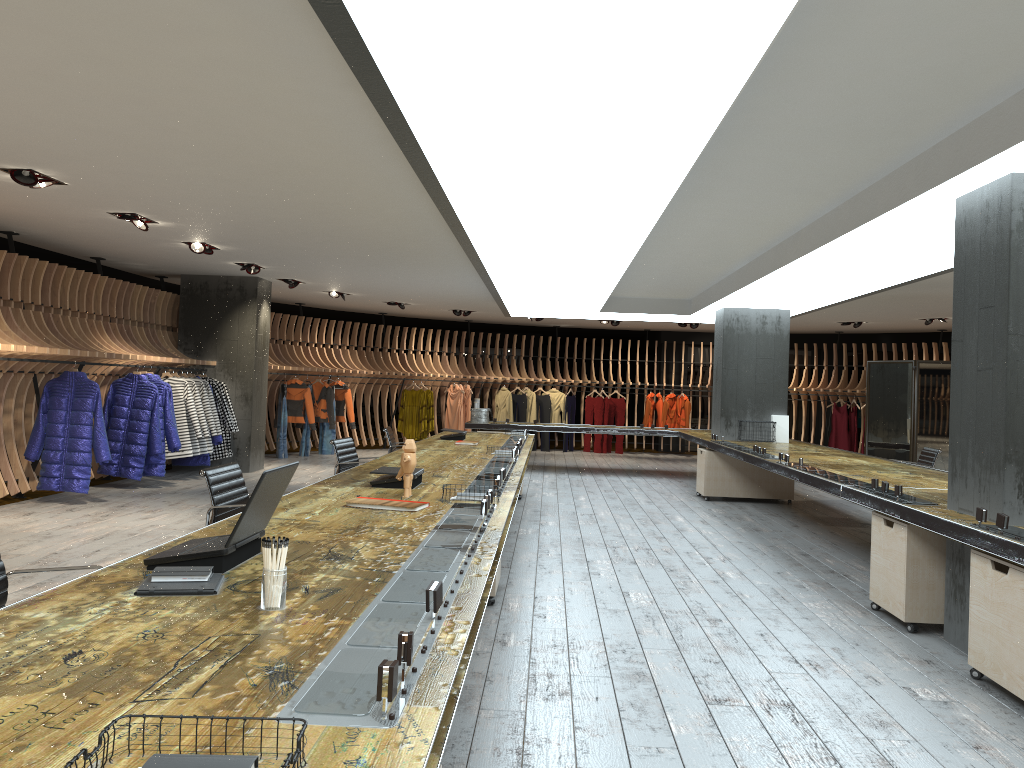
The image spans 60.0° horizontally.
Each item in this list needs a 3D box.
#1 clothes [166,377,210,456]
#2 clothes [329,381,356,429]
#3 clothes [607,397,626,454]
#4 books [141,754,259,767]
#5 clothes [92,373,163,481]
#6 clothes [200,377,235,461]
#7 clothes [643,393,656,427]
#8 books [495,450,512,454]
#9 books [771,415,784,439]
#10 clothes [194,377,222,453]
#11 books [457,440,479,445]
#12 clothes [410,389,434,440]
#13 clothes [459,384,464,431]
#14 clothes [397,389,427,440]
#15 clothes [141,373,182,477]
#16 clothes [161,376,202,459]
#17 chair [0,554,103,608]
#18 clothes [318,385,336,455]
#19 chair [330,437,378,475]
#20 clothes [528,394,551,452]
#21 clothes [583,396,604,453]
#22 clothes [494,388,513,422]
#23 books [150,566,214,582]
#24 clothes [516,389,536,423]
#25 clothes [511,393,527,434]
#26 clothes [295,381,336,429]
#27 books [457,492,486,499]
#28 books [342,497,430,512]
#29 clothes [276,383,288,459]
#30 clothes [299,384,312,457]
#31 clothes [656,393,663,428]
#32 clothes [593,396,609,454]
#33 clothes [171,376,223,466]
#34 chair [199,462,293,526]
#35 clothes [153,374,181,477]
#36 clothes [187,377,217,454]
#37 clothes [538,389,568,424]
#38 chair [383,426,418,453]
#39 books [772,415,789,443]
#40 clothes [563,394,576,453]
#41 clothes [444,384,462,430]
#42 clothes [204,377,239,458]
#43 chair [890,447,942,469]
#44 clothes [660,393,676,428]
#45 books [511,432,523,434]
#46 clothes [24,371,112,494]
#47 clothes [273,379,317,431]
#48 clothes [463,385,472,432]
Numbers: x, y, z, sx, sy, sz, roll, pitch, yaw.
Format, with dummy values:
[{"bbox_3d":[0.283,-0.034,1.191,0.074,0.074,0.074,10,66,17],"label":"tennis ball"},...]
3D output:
[{"bbox_3d":[-4.248,0.435,11.422,0.752,1.062,0.128,2,-1,1],"label":"clothes"},{"bbox_3d":[-3.223,0.378,16.396,0.839,0.881,0.200,2,-1,33],"label":"clothes"},{"bbox_3d":[2.226,0.945,19.273,0.552,1.338,0.093,1,-2,43],"label":"clothes"},{"bbox_3d":[-0.455,0.563,1.278,0.155,0.025,0.110,2,0,-3],"label":"books"},{"bbox_3d":[-4.532,0.496,10.376,0.880,1.261,0.242,2,-1,-1],"label":"clothes"},{"bbox_3d":[-4.200,0.496,12.224,0.807,1.188,0.191,2,-1,3],"label":"clothes"},{"bbox_3d":[2.977,0.625,19.226,0.201,0.881,0.839,2,-1,18],"label":"clothes"},{"bbox_3d":[-0.072,0.603,7.858,0.155,0.025,0.110,2,0,-3],"label":"books"},{"bbox_3d":[3.585,0.602,11.892,0.215,0.368,0.047,2,-1,3],"label":"books"},{"bbox_3d":[-4.229,0.438,11.862,0.752,1.062,0.128,2,-1,1],"label":"clothes"},{"bbox_3d":[-0.454,0.599,9.053,0.213,0.026,0.366,2,0,3],"label":"books"},{"bbox_3d":[-1.845,0.614,17.843,0.665,1.045,0.168,2,-1,33],"label":"clothes"},{"bbox_3d":[-1.110,0.581,18.365,0.125,1.156,0.447,3,-1,-28],"label":"clothes"},{"bbox_3d":[-1.981,0.609,17.721,0.665,1.045,0.168,2,-1,33],"label":"clothes"},{"bbox_3d":[-4.368,0.495,10.511,0.883,1.246,0.249,2,-1,-1],"label":"clothes"},{"bbox_3d":[-4.258,0.434,11.186,0.752,1.062,0.128,2,-1,1],"label":"clothes"},{"bbox_3d":[-1.451,0.870,2.641,0.667,0.860,0.693,2,-1,-11],"label":"chair"},{"bbox_3d":[-3.366,0.724,16.156,0.308,1.422,0.200,3,-1,-25],"label":"clothes"},{"bbox_3d":[-1.190,0.898,7.445,0.667,0.860,0.693,2,-1,-1],"label":"chair"},{"bbox_3d":[0.584,0.877,19.058,0.539,1.353,0.087,2,-1,27],"label":"clothes"},{"bbox_3d":[1.771,0.927,19.262,0.093,1.338,0.552,3,-2,-42],"label":"clothes"},{"bbox_3d":[-0.193,0.520,18.810,0.250,0.890,0.705,3,-1,-37],"label":"clothes"},{"bbox_3d":[-0.953,0.541,2.527,0.186,0.027,0.112,2,0,-13],"label":"books"},{"bbox_3d":[0.301,0.539,18.997,0.705,0.890,0.250,1,-1,43],"label":"clothes"},{"bbox_3d":[0.090,0.858,18.909,0.539,1.353,0.087,1,-1,37],"label":"clothes"},{"bbox_3d":[-3.482,0.368,15.881,0.839,0.881,0.200,2,-1,23],"label":"clothes"},{"bbox_3d":[-0.212,0.585,4.643,0.155,0.025,0.110,2,0,-3],"label":"books"},{"bbox_3d":[-0.601,0.575,4.240,0.366,0.026,0.213,2,0,13],"label":"books"},{"bbox_3d":[-3.890,0.700,15.089,0.200,1.422,0.309,3,-1,-20],"label":"clothes"},{"bbox_3d":[-3.644,0.712,15.630,0.200,1.422,0.309,2,-1,-5],"label":"clothes"},{"bbox_3d":[3.210,0.634,19.250,0.201,0.881,0.839,2,-1,8],"label":"clothes"},{"bbox_3d":[1.937,0.934,19.269,0.093,1.338,0.551,3,-1,-27],"label":"clothes"},{"bbox_3d":[-4.352,0.503,12.072,0.885,1.239,0.245,2,-1,-1],"label":"clothes"},{"bbox_3d":[-1.335,0.883,4.804,0.667,0.860,0.693,2,-1,-6],"label":"chair"},{"bbox_3d":[-4.439,0.495,10.692,0.885,1.239,0.245,2,-1,-1],"label":"clothes"},{"bbox_3d":[-4.237,0.437,11.684,0.752,1.062,0.128,2,-1,1],"label":"clothes"},{"bbox_3d":[0.884,0.560,19.134,0.705,0.890,0.250,2,-1,23],"label":"clothes"},{"bbox_3d":[-1.105,0.910,9.654,0.667,0.860,0.693,2,-1,-11],"label":"chair"},{"bbox_3d":[3.582,0.602,11.823,0.215,0.368,0.073,2,-1,3],"label":"books"},{"bbox_3d":[1.245,0.899,19.207,0.087,1.353,0.539,2,-1,27],"label":"clothes"},{"bbox_3d":[-1.209,0.577,18.303,0.447,1.156,0.125,1,-1,37],"label":"clothes"},{"bbox_3d":[-4.200,0.496,12.412,0.799,1.186,0.191,2,-1,3],"label":"clothes"},{"bbox_3d":[4.260,1.113,9.611,0.667,0.860,0.693,2,-1,-1],"label":"chair"},{"bbox_3d":[3.412,0.641,19.172,0.201,0.881,0.839,1,-1,33],"label":"clothes"},{"bbox_3d":[0.065,0.621,11.234,0.155,0.025,0.110,2,0,-3],"label":"books"},{"bbox_3d":[-4.512,0.485,8.982,0.885,1.239,0.245,2,-1,-1],"label":"clothes"},{"bbox_3d":[-3.783,0.353,15.403,0.839,0.881,0.200,2,-1,18],"label":"clothes"},{"bbox_3d":[-0.965,0.586,18.443,0.125,1.156,0.447,3,-1,-33],"label":"clothes"}]
